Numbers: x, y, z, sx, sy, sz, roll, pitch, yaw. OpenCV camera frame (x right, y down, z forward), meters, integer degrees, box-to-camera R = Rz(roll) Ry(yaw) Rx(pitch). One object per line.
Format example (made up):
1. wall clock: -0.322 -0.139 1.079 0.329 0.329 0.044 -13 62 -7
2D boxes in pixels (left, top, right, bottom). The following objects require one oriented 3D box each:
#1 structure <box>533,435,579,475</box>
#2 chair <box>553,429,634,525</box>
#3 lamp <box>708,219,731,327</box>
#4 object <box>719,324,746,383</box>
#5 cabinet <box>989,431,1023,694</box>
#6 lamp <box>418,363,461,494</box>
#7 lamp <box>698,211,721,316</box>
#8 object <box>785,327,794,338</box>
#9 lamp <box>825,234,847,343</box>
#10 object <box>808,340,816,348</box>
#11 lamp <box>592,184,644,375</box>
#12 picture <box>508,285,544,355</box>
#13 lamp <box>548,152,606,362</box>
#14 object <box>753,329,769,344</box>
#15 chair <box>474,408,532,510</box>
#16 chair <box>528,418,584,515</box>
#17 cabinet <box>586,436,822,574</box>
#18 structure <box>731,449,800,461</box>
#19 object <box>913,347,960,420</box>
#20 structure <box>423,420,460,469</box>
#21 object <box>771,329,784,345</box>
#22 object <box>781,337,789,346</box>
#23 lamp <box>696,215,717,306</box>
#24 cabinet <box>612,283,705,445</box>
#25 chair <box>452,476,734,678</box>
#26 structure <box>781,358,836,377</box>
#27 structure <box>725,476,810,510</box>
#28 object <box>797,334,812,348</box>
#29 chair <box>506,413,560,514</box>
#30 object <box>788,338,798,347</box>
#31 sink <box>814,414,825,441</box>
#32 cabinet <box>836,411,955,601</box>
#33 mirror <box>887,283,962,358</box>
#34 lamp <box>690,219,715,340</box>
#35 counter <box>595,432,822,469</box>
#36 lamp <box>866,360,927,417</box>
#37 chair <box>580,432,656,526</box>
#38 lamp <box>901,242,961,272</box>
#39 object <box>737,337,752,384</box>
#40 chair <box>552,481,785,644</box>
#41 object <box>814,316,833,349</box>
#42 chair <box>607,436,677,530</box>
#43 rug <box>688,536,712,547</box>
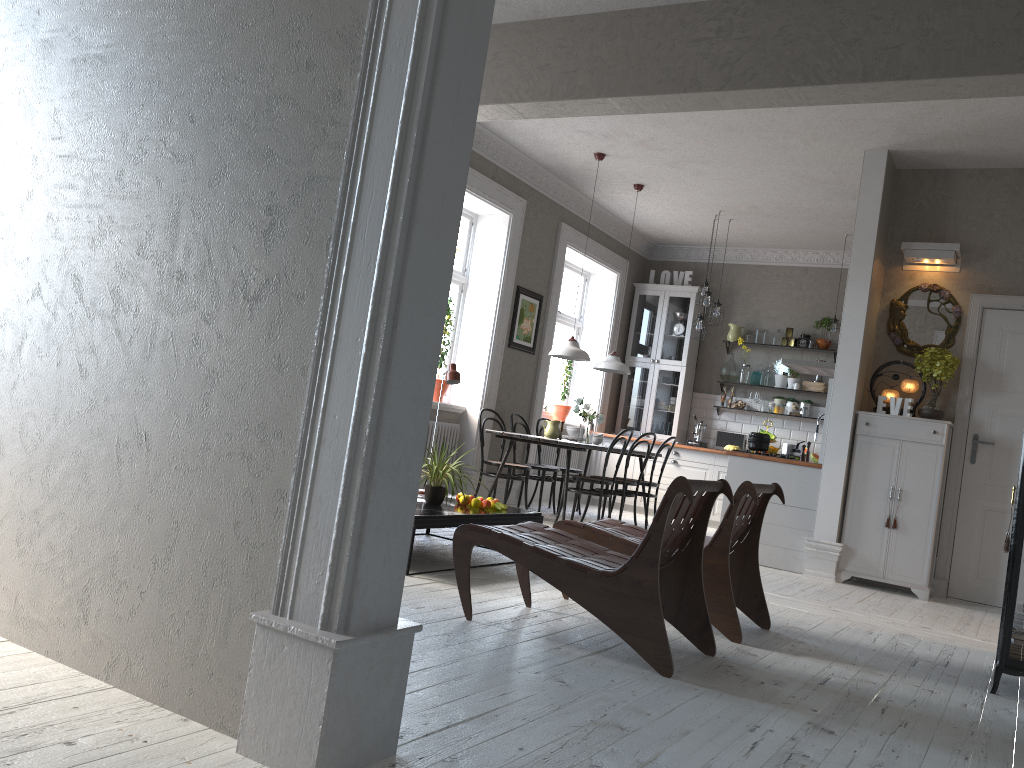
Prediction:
1. structure: 0.455 0.812 10.035 0.146 0.428 1.244 7 -3 29
2. chair: 0.701 0.802 7.575 0.540 0.921 0.445 7 -3 28
3. lamp: 2.281 -1.479 9.427 0.145 1.735 0.148 8 -3 17
4. object: 2.607 -0.355 10.547 0.334 0.675 0.337 9 -3 -1
5. cabinet: 2.382 0.615 3.905 0.342 1.472 0.629 7 -3 31
6. lamp: -0.464 0.282 5.573 0.140 0.839 0.247 10 -3 -24
7. lamp: 2.117 -1.566 9.161 0.148 1.735 0.145 9 -3 -13
8. object: 3.217 -0.592 10.275 0.082 0.113 0.083 8 -3 10
9. lamp: 3.487 -1.299 9.337 0.149 1.735 0.144 10 -3 -28
10. object: 3.423 -0.447 10.094 0.091 0.096 0.076 7 -3 31
11. lamp: 1.106 -1.037 8.654 0.371 1.859 0.387 6 -4 38
12. picture: 0.145 -0.632 8.905 0.019 0.620 0.530 7 -3 31
13. lamp: 0.646 -1.140 7.875 0.385 1.859 0.373 10 -3 -22
14. object: 2.934 -0.549 10.450 0.174 0.184 0.169 10 -3 -21
15. chair: -0.079 0.705 8.042 0.538 0.921 0.447 6 -4 38
16. chair: 0.467 0.827 8.944 0.537 0.921 0.447 6 -4 43
17. cabinet: 2.306 1.129 8.895 2.007 0.854 4.153 9 -3 -13
18. structure: 2.152 0.589 7.357 0.487 0.031 0.616 7 -3 30
19. object: 3.170 0.002 6.616 0.346 0.553 0.292 10 -3 -26
20. structure: -0.845 0.520 7.825 0.146 0.428 1.244 7 -3 29
21. object: 3.136 -0.536 10.446 0.141 0.220 0.139 9 -3 -10
22. object: 3.178 -0.483 10.297 0.081 0.113 0.084 7 -3 30
23. lamp: 2.137 -1.687 9.353 0.145 1.735 0.148 8 -3 17
24. cabinet: 1.826 -0.236 10.888 0.863 1.921 0.395 7 -3 30
25. chair: 0.321 0.673 3.636 0.998 0.721 0.517 7 -3 30
26. structure: 3.061 -0.895 8.277 0.700 1.596 0.725 7 -3 30
27. structure: 2.117 0.951 7.322 0.607 0.623 0.633 7 -3 30
28. object: 3.384 -0.486 10.236 0.139 0.174 0.144 7 -3 30
29. chair: 0.203 0.769 8.528 0.540 0.921 0.445 7 -3 28
30. object: 3.250 -0.475 10.251 0.081 0.113 0.084 6 -4 40
31. sink: 2.618 0.588 7.855 0.518 0.720 0.495 7 -3 30
32. cabinet: 2.867 0.894 6.643 0.654 1.297 0.391 7 -3 30
33. mirror: 3.208 -0.500 6.906 0.523 0.594 0.072 7 -3 30
34. lamp: 2.111 -1.340 9.507 0.147 1.735 0.146 9 -3 -3
35. counter: 1.910 0.659 9.007 3.104 0.039 3.452 7 -3 30
36. lamp: 2.957 0.095 6.815 0.440 0.558 0.175 6 -4 38
37. chair: 0.971 0.863 8.043 0.538 0.921 0.447 6 -4 38
38. lamp: 3.242 -0.983 6.858 0.408 0.171 0.223 7 -3 30
39. object: 2.722 -0.275 10.420 0.189 0.540 0.285 7 -3 23
40. chair: 0.760 0.772 4.384 0.998 0.721 0.517 7 -3 30
41. object: 3.575 -0.577 10.087 0.246 0.397 0.256 11 -3 -35
42. chair: 1.235 0.921 8.456 0.540 0.921 0.445 7 -3 28
43. rug: 1.739 1.434 8.045 0.723 0.014 1.312 7 -3 31
